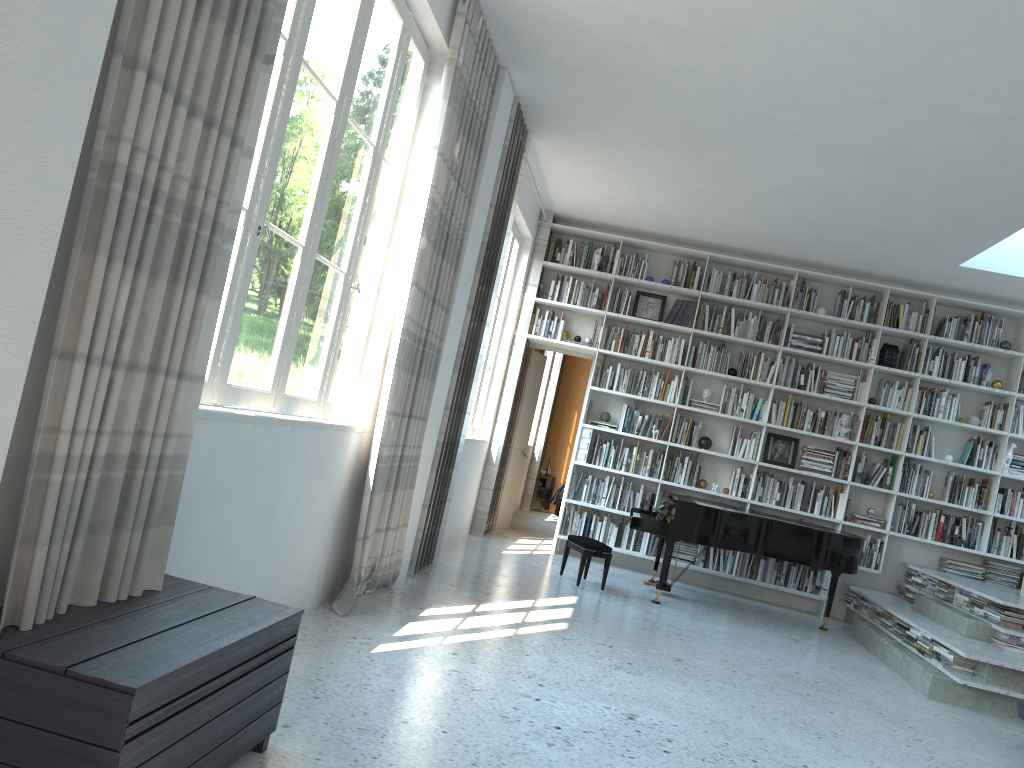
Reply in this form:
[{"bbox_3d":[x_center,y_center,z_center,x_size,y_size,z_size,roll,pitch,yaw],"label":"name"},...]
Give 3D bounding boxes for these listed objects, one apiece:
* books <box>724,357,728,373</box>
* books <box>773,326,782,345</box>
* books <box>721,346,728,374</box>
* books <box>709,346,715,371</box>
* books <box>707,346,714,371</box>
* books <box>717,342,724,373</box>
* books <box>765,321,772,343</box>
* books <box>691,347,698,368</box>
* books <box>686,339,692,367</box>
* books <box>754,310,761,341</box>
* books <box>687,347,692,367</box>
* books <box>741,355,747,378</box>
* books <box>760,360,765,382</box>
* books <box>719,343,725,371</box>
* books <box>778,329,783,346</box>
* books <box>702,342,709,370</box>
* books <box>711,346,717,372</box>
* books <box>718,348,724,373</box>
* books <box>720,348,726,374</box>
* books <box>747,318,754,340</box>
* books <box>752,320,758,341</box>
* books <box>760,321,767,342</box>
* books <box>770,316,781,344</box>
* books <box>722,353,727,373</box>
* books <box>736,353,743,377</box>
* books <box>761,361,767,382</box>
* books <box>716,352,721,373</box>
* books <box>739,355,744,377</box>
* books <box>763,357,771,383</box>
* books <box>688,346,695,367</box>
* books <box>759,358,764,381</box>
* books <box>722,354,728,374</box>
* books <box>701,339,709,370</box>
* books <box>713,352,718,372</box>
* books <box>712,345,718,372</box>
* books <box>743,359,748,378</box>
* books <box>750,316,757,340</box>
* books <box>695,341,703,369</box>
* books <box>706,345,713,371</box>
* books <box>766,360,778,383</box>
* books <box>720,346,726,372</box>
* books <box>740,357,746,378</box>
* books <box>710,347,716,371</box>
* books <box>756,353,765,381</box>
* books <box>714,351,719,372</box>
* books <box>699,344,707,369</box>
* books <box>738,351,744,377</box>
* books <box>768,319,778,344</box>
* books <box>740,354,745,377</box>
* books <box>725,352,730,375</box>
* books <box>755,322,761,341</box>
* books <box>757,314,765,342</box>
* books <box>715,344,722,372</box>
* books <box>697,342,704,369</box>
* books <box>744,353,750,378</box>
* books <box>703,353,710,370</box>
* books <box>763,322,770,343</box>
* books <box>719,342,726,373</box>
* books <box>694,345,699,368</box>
[{"bbox_3d":[2.062,-0.174,8.577,0.004,0.209,0.132,12,-2,8],"label":"books"},{"bbox_3d":[2.552,-0.445,8.538,0.028,0.211,0.134,12,-2,8],"label":"books"},{"bbox_3d":[2.039,-0.220,8.558,0.011,0.287,0.189,12,-2,8],"label":"books"},{"bbox_3d":[1.924,-0.230,8.592,0.010,0.261,0.169,12,-2,8],"label":"books"},{"bbox_3d":[1.909,-0.230,8.570,0.012,0.251,0.184,12,-2,8],"label":"books"},{"bbox_3d":[2.010,-0.242,8.583,0.004,0.320,0.153,12,-2,8],"label":"books"},{"bbox_3d":[2.459,-0.477,8.548,0.024,0.237,0.153,12,-2,8],"label":"books"},{"bbox_3d":[1.767,-0.241,8.627,0.024,0.219,0.140,12,-2,8],"label":"books"},{"bbox_3d":[1.714,-0.287,8.631,0.012,0.285,0.159,12,-2,8],"label":"books"},{"bbox_3d":[2.353,-0.540,8.544,0.011,0.313,0.183,12,-2,8],"label":"books"},{"bbox_3d":[1.716,-0.248,8.610,0.015,0.207,0.186,12,-3,8],"label":"books"},{"bbox_3d":[2.224,-0.156,8.524,0.005,0.236,0.178,12,-2,8],"label":"books"},{"bbox_3d":[2.393,-0.114,8.524,0.011,0.229,0.166,12,-2,8],"label":"books"},{"bbox_3d":[2.024,-0.236,8.586,0.005,0.316,0.157,12,-2,8],"label":"books"},{"bbox_3d":[2.573,-0.431,8.541,0.019,0.194,0.098,12,-2,8],"label":"books"},{"bbox_3d":[1.867,-0.255,8.583,0.010,0.283,0.184,12,-2,8],"label":"books"},{"bbox_3d":[1.941,-0.227,8.573,0.009,0.261,0.180,12,-2,8],"label":"books"},{"bbox_3d":[2.009,-0.212,8.573,0.010,0.261,0.158,12,-2,8],"label":"books"},{"bbox_3d":[2.034,-0.218,8.577,0.004,0.284,0.167,12,-2,8],"label":"books"},{"bbox_3d":[2.288,-0.510,8.546,0.021,0.226,0.191,12,-3,8],"label":"books"},{"bbox_3d":[2.334,-0.502,8.554,0.013,0.231,0.142,12,-2,8],"label":"books"},{"bbox_3d":[2.407,-0.480,8.535,0.030,0.217,0.182,12,-3,8],"label":"books"},{"bbox_3d":[2.517,-0.500,8.522,0.058,0.302,0.175,12,-2,8],"label":"books"},{"bbox_3d":[2.048,-0.190,8.589,0.009,0.236,0.135,12,-2,8],"label":"books"},{"bbox_3d":[2.191,-0.170,8.559,0.005,0.254,0.161,12,-2,8],"label":"books"},{"bbox_3d":[2.408,-0.104,8.521,0.024,0.216,0.142,12,-2,8],"label":"books"},{"bbox_3d":[1.993,-0.192,8.594,0.012,0.217,0.133,12,-2,8],"label":"books"},{"bbox_3d":[2.206,-0.159,8.561,0.005,0.239,0.146,12,-2,8],"label":"books"},{"bbox_3d":[2.434,-0.120,8.509,0.022,0.257,0.155,12,-2,8],"label":"books"},{"bbox_3d":[1.742,-0.250,8.632,0.029,0.224,0.136,12,-2,8],"label":"books"},{"bbox_3d":[2.385,-0.130,8.522,0.010,0.257,0.140,12,-2,8],"label":"books"},{"bbox_3d":[2.055,-0.180,8.580,0.012,0.218,0.151,12,-2,8],"label":"books"},{"bbox_3d":[1.864,-0.271,8.607,0.011,0.317,0.154,12,-2,8],"label":"books"},{"bbox_3d":[1.956,-0.198,8.568,0.011,0.209,0.181,12,-3,8],"label":"books"},{"bbox_3d":[1.954,-0.233,8.578,0.011,0.279,0.169,12,-2,8],"label":"books"},{"bbox_3d":[2.240,-0.132,8.543,0.011,0.200,0.162,12,-3,8],"label":"books"},{"bbox_3d":[2.318,-0.520,8.561,0.028,0.260,0.135,12,-2,8],"label":"books"},{"bbox_3d":[1.807,-0.265,8.603,0.026,0.279,0.151,12,-2,8],"label":"books"},{"bbox_3d":[1.900,-0.238,8.570,0.009,0.263,0.189,12,-2,8],"label":"books"},{"bbox_3d":[2.470,-0.103,8.481,0.064,0.237,0.209,12,-3,8],"label":"books"},{"bbox_3d":[2.032,-0.229,8.580,0.005,0.305,0.162,12,-2,8],"label":"books"},{"bbox_3d":[2.216,-0.146,8.551,0.013,0.216,0.149,12,-2,8],"label":"books"},{"bbox_3d":[1.933,-0.225,8.590,0.011,0.255,0.152,12,-2,8],"label":"books"},{"bbox_3d":[2.371,-0.147,8.518,0.022,0.284,0.190,12,-2,8],"label":"books"},{"bbox_3d":[1.972,-0.202,8.592,0.011,0.226,0.129,12,-2,8],"label":"books"},{"bbox_3d":[1.840,-0.249,8.595,0.024,0.262,0.177,12,-2,8],"label":"books"},{"bbox_3d":[2.203,-0.178,8.565,0.012,0.275,0.129,12,-2,8],"label":"books"},{"bbox_3d":[2.498,-0.484,8.523,0.055,0.263,0.167,12,-2,8],"label":"books"},{"bbox_3d":[2.208,-0.161,8.536,0.005,0.240,0.174,12,-2,8],"label":"books"},{"bbox_3d":[2.078,-0.182,8.568,0.031,0.232,0.148,12,-2,8],"label":"books"},{"bbox_3d":[2.362,-0.486,8.560,0.024,0.213,0.150,12,-2,8],"label":"books"},{"bbox_3d":[2.393,-0.519,8.560,0.022,0.290,0.146,12,-2,8],"label":"books"},{"bbox_3d":[1.987,-0.233,8.572,0.011,0.291,0.176,12,-2,8],"label":"books"},{"bbox_3d":[1.824,-0.260,8.597,0.012,0.276,0.157,12,-2,8],"label":"books"},{"bbox_3d":[2.258,-0.162,8.552,0.009,0.266,0.149,12,-2,8],"label":"books"},{"bbox_3d":[1.878,-0.202,8.596,0.029,0.186,0.149,12,-3,8],"label":"books"},{"bbox_3d":[2.433,-0.477,8.536,0.022,0.222,0.161,12,-2,8],"label":"books"},{"bbox_3d":[2.030,-0.243,8.583,0.005,0.331,0.161,12,-2,8],"label":"books"},{"bbox_3d":[1.785,-0.249,8.612,0.012,0.240,0.134,12,-2,8],"label":"books"}]
